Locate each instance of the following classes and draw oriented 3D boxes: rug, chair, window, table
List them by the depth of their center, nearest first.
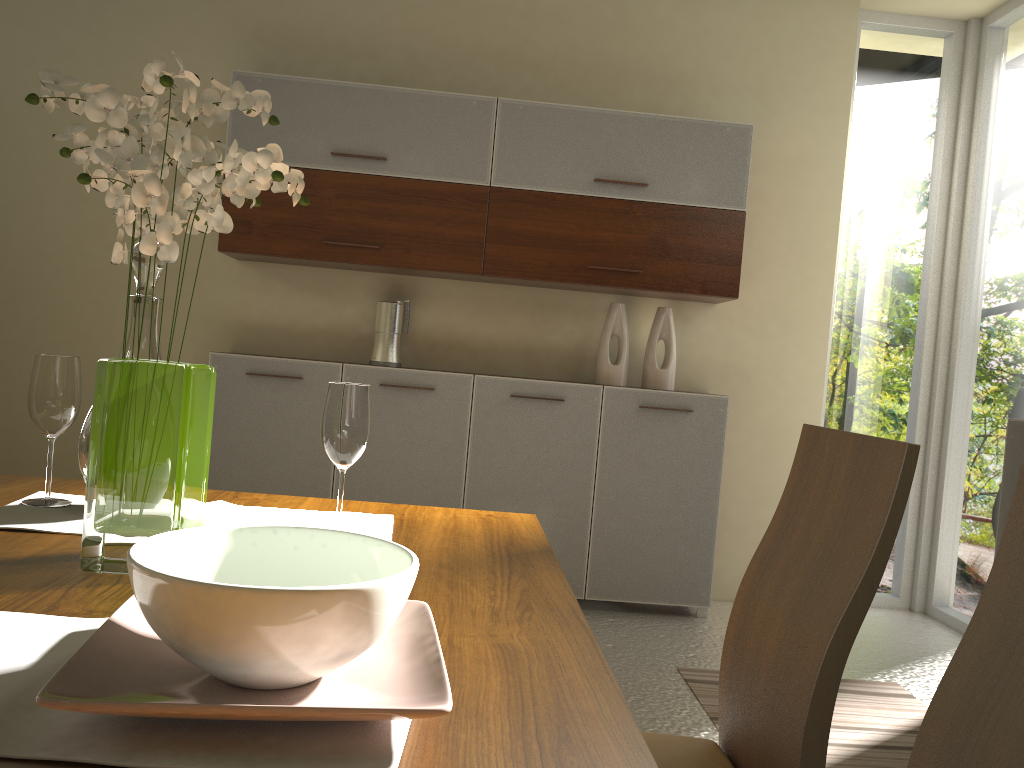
[{"bbox_3d":[0.274,0.575,0.738,0.507,1.017,0.404,5,1,-6],"label":"chair"},{"bbox_3d":[-0.445,0.621,0.986,1.000,0.790,1.411,5,1,-3],"label":"table"},{"bbox_3d":[0.227,0.558,1.327,0.507,1.017,0.404,5,1,-3],"label":"chair"},{"bbox_3d":[-0.612,-0.523,2.128,6.429,3.000,4.466,5,1,-6],"label":"window"},{"bbox_3d":[1.069,1.112,2.524,0.842,0.007,1.613,5,1,-3],"label":"rug"}]

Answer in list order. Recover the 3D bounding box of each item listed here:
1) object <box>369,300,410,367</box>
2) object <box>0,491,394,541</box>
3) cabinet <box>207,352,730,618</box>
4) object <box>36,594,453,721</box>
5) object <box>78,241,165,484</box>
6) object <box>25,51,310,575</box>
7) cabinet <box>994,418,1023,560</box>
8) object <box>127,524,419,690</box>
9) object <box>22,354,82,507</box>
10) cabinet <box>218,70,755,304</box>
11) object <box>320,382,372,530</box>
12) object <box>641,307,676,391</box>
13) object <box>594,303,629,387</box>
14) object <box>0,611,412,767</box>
[{"bbox_3d":[-0.556,-0.234,4.076,0.181,0.305,0.150,5,1,3],"label":"object"},{"bbox_3d":[-0.481,0.208,1.371,0.589,0.010,0.287,5,1,-7],"label":"object"},{"bbox_3d":[-0.220,0.459,4.100,2.318,1.018,0.372,5,1,-3],"label":"cabinet"},{"bbox_3d":[-0.201,0.229,0.739,0.283,0.033,0.283,5,1,-9],"label":"object"},{"bbox_3d":[-0.587,-0.016,1.396,0.156,0.426,0.156,6,2,38],"label":"object"},{"bbox_3d":[-0.419,-0.079,1.083,0.304,0.608,0.302,5,1,0],"label":"object"},{"bbox_3d":[1.971,0.451,1.954,0.372,0.570,2.463,5,1,-3],"label":"cabinet"},{"bbox_3d":[-0.198,0.189,0.739,0.233,0.101,0.233,5,1,-15],"label":"object"},{"bbox_3d":[-0.716,0.071,1.382,0.075,0.232,0.075,4,2,-45],"label":"object"},{"bbox_3d":[-0.105,-0.877,4.071,2.318,0.789,0.372,5,1,-3],"label":"cabinet"},{"bbox_3d":[-0.254,0.115,1.337,0.075,0.232,0.075,4,2,-45],"label":"object"},{"bbox_3d":[0.699,-0.167,4.160,0.153,0.384,0.153,6,1,30],"label":"object"},{"bbox_3d":[0.478,-0.185,4.147,0.153,0.384,0.153,6,1,30],"label":"object"},{"bbox_3d":[-0.371,0.232,0.718,0.589,0.010,0.287,5,1,0],"label":"object"}]
